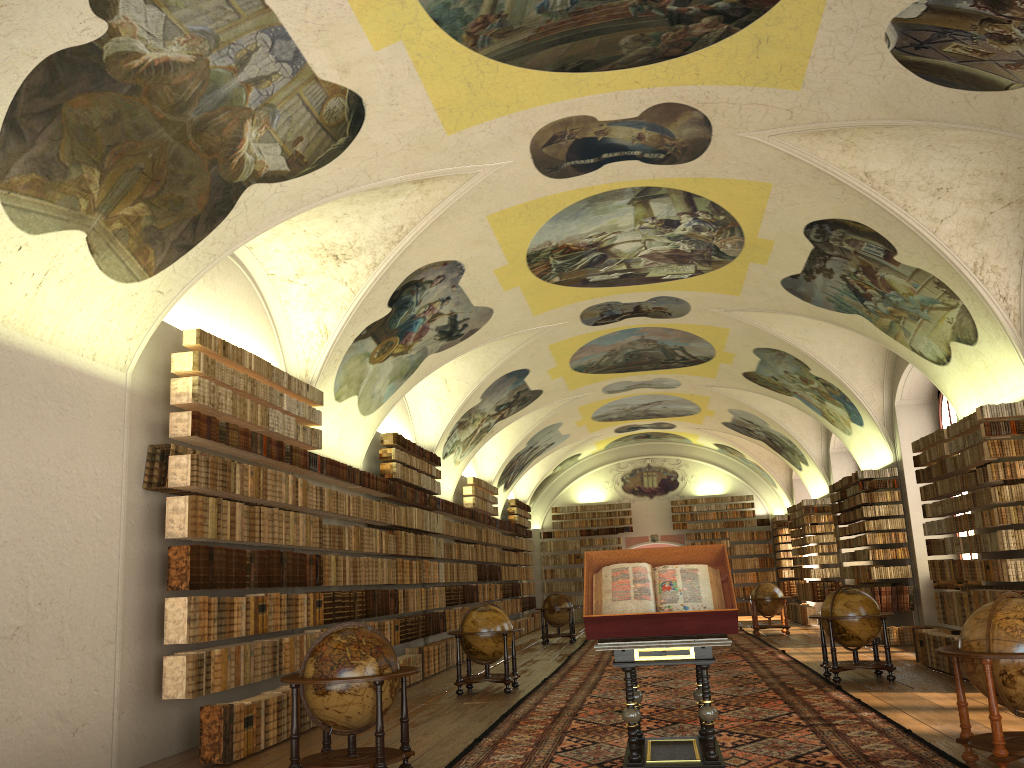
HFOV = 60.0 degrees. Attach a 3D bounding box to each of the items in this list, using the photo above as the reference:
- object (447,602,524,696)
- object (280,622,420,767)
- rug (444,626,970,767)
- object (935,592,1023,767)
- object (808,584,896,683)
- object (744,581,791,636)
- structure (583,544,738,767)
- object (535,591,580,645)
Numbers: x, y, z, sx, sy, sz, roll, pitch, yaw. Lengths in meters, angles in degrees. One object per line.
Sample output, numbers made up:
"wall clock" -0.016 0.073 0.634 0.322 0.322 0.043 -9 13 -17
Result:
"object" -0.426 4.366 14.743 1.281 1.443 1.282 8 -17 -43
"object" -1.493 2.959 8.249 1.280 1.443 1.283 4 -14 -28
"rug" 3.159 5.494 17.499 4.705 0.064 37.046 -5 -13 8
"object" 4.266 2.472 7.395 1.281 1.443 1.282 8 -17 -43
"object" 5.335 3.879 13.888 1.280 1.443 1.283 4 -14 -28
"object" 7.077 6.173 24.479 1.280 1.443 1.282 7 -15 -38
"structure" 1.373 2.496 8.039 1.245 1.973 1.898 -5 -12 8
"object" 1.311 6.663 25.346 1.280 1.443 1.282 7 -15 -38
